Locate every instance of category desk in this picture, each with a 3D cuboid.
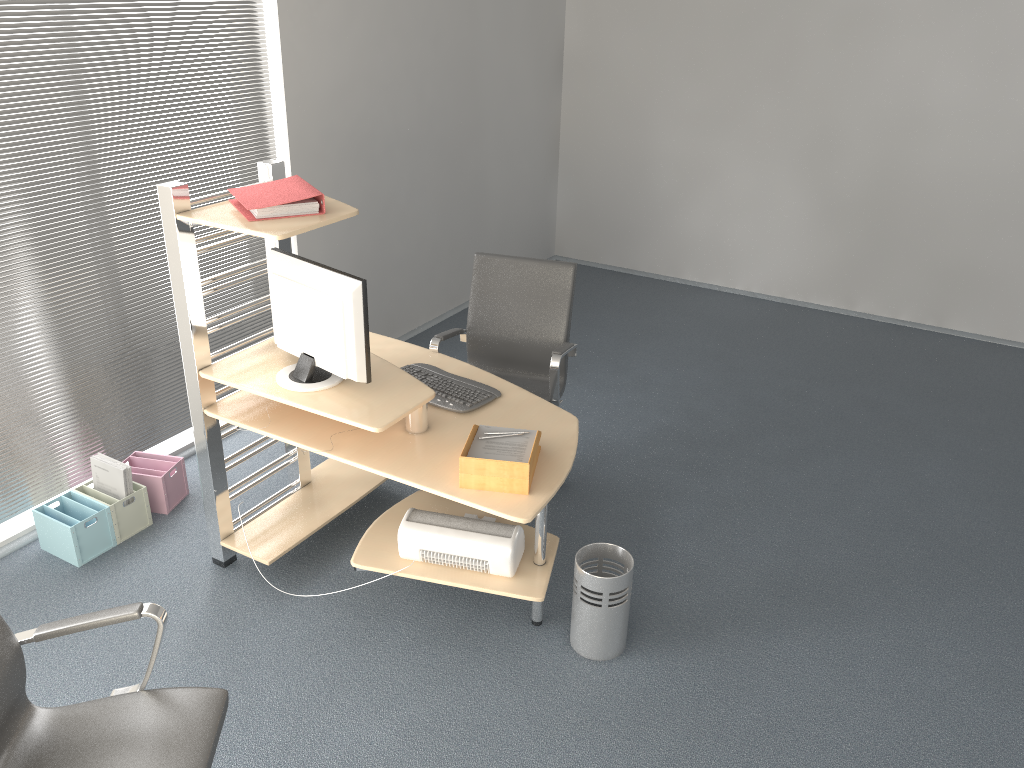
[{"bbox_3d":[-0.348,0.032,3.383,1.469,1.566,0.967,15,28,26],"label":"desk"}]

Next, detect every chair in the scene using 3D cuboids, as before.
[{"bbox_3d":[-0.034,0.013,4.048,0.584,1.048,0.652,8,26,14],"label":"chair"},{"bbox_3d":[-1.047,0.912,2.083,0.652,1.048,0.584,-1,25,-4],"label":"chair"}]

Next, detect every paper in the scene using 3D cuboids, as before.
[{"bbox_3d":[-0.033,0.218,2.957,0.210,0.010,0.297,5,25,8],"label":"paper"}]

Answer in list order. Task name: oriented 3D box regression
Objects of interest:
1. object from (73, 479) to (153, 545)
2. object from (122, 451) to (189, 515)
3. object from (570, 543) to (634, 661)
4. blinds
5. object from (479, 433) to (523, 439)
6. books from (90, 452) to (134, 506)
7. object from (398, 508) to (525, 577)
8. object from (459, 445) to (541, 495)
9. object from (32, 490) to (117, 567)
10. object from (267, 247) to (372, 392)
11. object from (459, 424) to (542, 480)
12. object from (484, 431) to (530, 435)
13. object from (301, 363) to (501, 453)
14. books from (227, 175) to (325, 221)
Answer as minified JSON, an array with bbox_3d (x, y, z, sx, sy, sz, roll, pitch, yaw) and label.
[{"bbox_3d":[-1.731,0.539,3.852,0.245,0.202,0.185,15,28,26],"label":"object"},{"bbox_3d":[-1.642,0.452,4.042,0.245,0.202,0.185,6,26,10],"label":"object"},{"bbox_3d":[0.323,0.792,3.217,0.208,0.377,0.208,-6,26,-15],"label":"object"},{"bbox_3d":[-1.717,-0.962,3.795,0.022,2.770,1.950,15,28,26],"label":"blinds"},{"bbox_3d":[-0.036,0.177,3.025,0.159,0.009,0.008,-5,26,-14],"label":"object"},{"bbox_3d":[-1.722,0.470,3.834,0.220,0.306,0.068,15,28,27],"label":"books"},{"bbox_3d":[-0.164,0.533,3.312,0.438,0.162,0.351,7,26,12],"label":"object"},{"bbox_3d":[-0.034,0.254,2.973,0.225,0.060,0.309,5,25,8],"label":"object"},{"bbox_3d":[-1.824,0.606,3.707,0.245,0.202,0.185,15,28,26],"label":"object"},{"bbox_3d":[-0.734,-0.217,3.144,0.245,0.418,0.516,-17,31,-34],"label":"object"},{"bbox_3d":[-0.032,0.203,2.949,0.225,0.060,0.309,5,25,8],"label":"object"},{"bbox_3d":[-0.015,0.168,3.045,0.159,0.009,0.008,-1,25,-6],"label":"object"},{"bbox_3d":[-0.453,0.117,3.339,0.478,0.082,0.814,19,31,33],"label":"object"},{"bbox_3d":[-0.829,-0.655,3.104,0.262,0.072,0.320,-12,28,-25],"label":"books"}]
